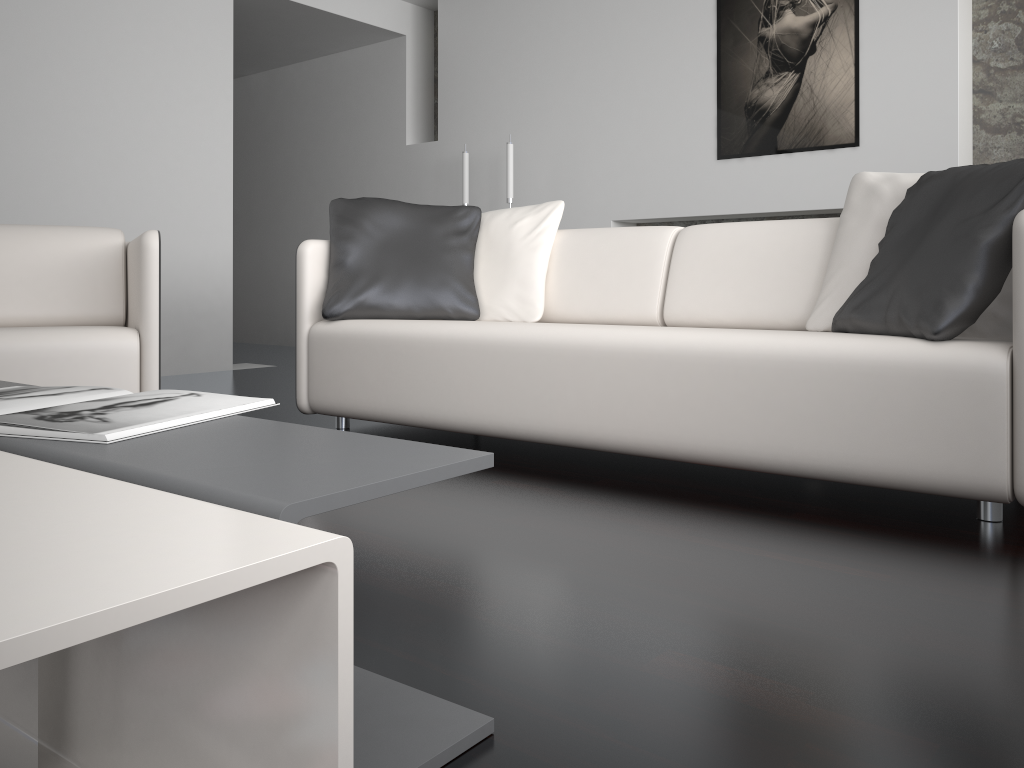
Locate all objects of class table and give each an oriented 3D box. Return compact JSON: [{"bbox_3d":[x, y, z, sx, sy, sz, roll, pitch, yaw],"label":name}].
[{"bbox_3d":[-0.599,0.252,0.845,0.970,0.313,0.299,4,5,37],"label":"table"},{"bbox_3d":[-0.612,0.206,1.251,1.260,0.313,0.299,5,5,37],"label":"table"}]

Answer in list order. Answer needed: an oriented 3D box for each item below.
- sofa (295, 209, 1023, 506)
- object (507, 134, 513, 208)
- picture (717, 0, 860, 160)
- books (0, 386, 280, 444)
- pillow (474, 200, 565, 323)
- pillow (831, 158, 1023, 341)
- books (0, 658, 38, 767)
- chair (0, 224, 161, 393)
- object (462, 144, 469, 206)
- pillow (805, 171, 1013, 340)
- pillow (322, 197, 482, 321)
[{"bbox_3d":[0.415,-0.185,2.756,2.243,0.659,0.922,4,6,36],"label":"sofa"},{"bbox_3d":[-0.012,-0.792,5.247,0.180,1.394,0.180,0,0,39],"label":"object"},{"bbox_3d":[1.393,-1.679,4.502,0.746,1.003,0.004,2,1,39],"label":"picture"},{"bbox_3d":[-0.682,0.034,1.306,0.548,0.017,0.360,2,7,19],"label":"books"},{"bbox_3d":[-0.094,-0.432,3.260,0.585,0.499,0.324,2,2,28],"label":"pillow"},{"bbox_3d":[1.037,-0.323,2.110,0.333,0.435,0.554,0,4,-6],"label":"pillow"},{"bbox_3d":[-0.522,0.261,0.771,0.007,0.283,0.205,0,2,37],"label":"books"},{"bbox_3d":[-1.527,-0.179,2.714,0.768,0.660,0.923,-2,5,-27],"label":"chair"},{"bbox_3d":[-0.295,-0.833,5.609,0.180,1.394,0.180,0,0,39],"label":"object"},{"bbox_3d":[1.125,-0.349,2.371,0.589,0.506,0.299,3,3,43],"label":"pillow"},{"bbox_3d":[-0.380,-0.450,3.140,0.565,0.449,0.278,-1,2,-7],"label":"pillow"}]
